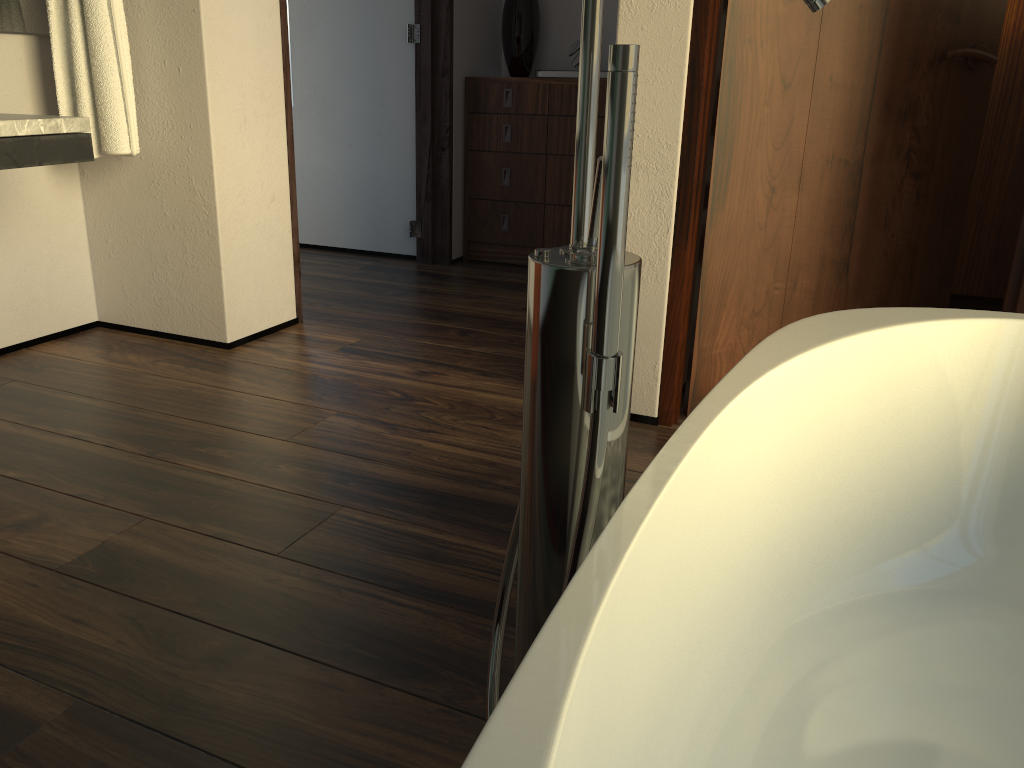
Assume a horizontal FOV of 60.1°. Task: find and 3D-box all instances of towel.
[{"bbox_3d":[-1.175,-0.946,2.466,0.264,0.636,0.157,18,25,40],"label":"towel"}]

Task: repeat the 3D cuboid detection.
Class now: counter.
[{"bbox_3d":[-1.718,-0.300,1.267,0.598,0.101,2.218,9,21,23],"label":"counter"}]

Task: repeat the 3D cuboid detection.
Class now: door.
[{"bbox_3d":[0.808,-0.830,1.892,0.743,1.948,0.456,10,21,23],"label":"door"}]

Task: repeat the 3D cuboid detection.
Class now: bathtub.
[{"bbox_3d":[0.448,0.366,0.673,0.778,0.485,1.591,9,21,22],"label":"bathtub"}]

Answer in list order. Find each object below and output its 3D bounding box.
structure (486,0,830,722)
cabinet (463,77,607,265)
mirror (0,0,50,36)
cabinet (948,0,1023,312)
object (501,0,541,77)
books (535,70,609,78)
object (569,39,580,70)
[{"bbox_3d":[0.063,0.071,0.871,0.240,0.897,0.281,-8,21,-24],"label":"structure"},{"bbox_3d":[0.389,-0.906,3.851,1.160,0.800,0.395,10,21,24],"label":"cabinet"},{"bbox_3d":[-2.142,-0.991,0.724,0.017,1.152,4.005,10,21,22],"label":"mirror"},{"bbox_3d":[1.674,-1.342,2.758,1.510,2.364,0.352,10,21,24],"label":"cabinet"},{"bbox_3d":[0.039,-1.558,3.860,0.174,0.417,0.166,16,24,35],"label":"object"},{"bbox_3d":[0.352,-1.324,3.787,0.497,0.034,0.247,1,19,1],"label":"books"},{"bbox_3d":[0.308,-1.404,3.776,0.133,0.131,0.129,8,20,19],"label":"object"}]
